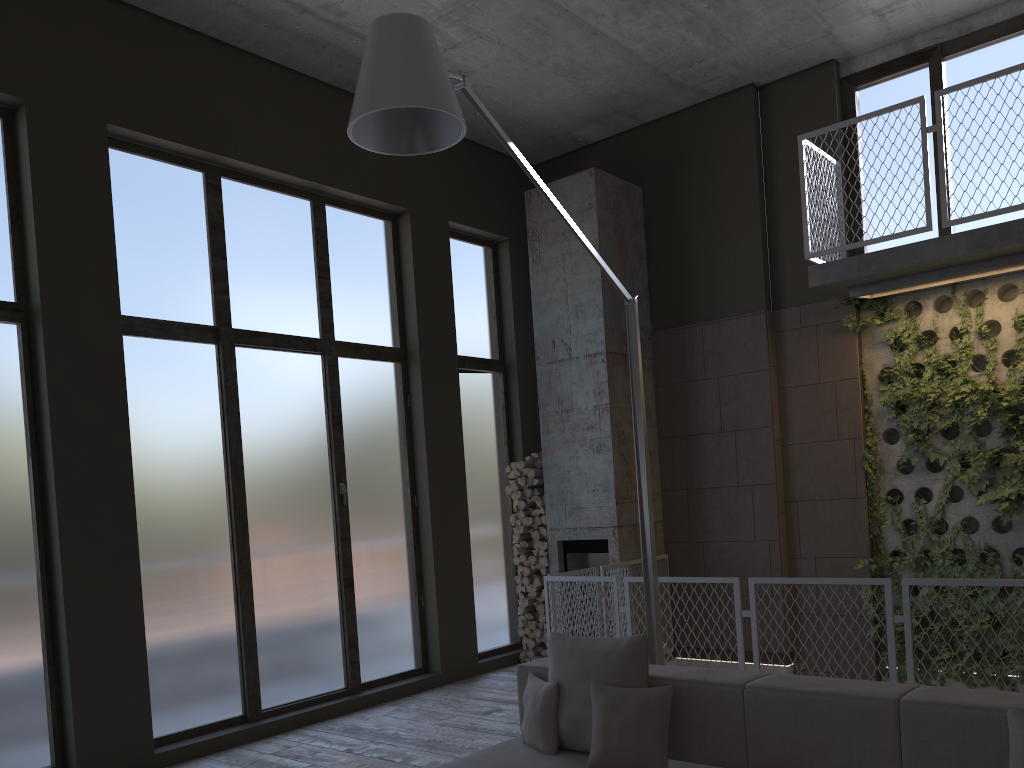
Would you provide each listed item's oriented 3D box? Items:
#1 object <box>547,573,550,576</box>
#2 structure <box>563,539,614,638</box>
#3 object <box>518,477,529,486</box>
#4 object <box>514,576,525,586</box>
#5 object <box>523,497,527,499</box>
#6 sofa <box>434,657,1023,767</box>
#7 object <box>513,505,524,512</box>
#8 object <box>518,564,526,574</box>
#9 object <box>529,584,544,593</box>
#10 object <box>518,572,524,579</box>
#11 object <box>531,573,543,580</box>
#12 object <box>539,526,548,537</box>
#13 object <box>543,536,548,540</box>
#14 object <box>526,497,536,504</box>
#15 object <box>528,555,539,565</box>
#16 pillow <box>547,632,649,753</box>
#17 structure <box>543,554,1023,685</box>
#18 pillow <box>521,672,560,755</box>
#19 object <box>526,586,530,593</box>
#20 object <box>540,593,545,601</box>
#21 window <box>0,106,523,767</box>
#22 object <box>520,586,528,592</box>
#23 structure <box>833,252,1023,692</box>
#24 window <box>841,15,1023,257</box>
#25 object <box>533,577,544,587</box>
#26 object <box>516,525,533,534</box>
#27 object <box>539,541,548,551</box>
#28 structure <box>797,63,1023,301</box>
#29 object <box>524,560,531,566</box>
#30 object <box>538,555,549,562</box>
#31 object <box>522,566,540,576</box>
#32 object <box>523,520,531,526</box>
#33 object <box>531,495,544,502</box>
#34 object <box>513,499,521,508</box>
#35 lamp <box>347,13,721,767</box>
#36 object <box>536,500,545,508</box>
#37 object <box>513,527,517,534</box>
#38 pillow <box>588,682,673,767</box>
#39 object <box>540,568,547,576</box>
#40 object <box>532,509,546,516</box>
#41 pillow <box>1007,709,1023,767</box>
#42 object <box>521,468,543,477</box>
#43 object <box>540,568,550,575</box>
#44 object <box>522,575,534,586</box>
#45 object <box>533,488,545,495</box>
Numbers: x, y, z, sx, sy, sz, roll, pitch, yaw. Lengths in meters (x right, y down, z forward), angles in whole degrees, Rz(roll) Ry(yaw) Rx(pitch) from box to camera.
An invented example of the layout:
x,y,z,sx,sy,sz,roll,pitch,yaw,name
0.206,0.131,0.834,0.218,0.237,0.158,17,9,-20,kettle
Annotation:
x,y,z,sx,sy,sz,roll,pitch,yaw,name
0.474,1.859,8.595,0.067,0.085,0.425,-5,-7,37,object
0.752,1.913,8.221,0.579,0.926,0.056,-5,0,40,structure
0.243,0.959,8.682,0.094,0.083,0.479,-7,-7,39,object
0.172,1.965,8.810,0.089,0.108,0.365,-6,-6,39,object
0.206,1.112,8.716,0.089,0.056,0.332,-8,-8,38,object
0.436,1.551,2.630,3.022,0.782,3.009,-10,-9,39,sofa
0.106,1.234,8.717,0.045,0.072,0.251,-5,-6,39,object
0.187,1.848,8.805,0.101,0.102,0.292,-6,-7,41,object
0.354,2.003,8.707,0.094,0.083,0.479,-7,-7,39,object
0.150,1.890,8.730,0.045,0.072,0.251,-5,-6,39,object
0.343,1.925,8.754,0.102,0.086,0.362,-7,-7,39,object
0.411,1.437,8.573,0.089,0.108,0.365,-6,-6,39,object
0.442,1.490,8.640,0.102,0.086,0.362,-7,-7,39,object
0.271,1.145,8.698,0.065,0.074,0.359,-6,-7,38,object
0.335,1.726,8.681,0.091,0.089,0.455,-6,-7,38,object
0.375,1.423,4.038,0.567,0.556,0.220,-7,-2,42,pillow
2.588,1.747,6.277,4.464,0.931,1.925,-10,-8,39,structure
0.138,1.589,4.205,0.150,0.375,0.372,-4,-3,-18,pillow
0.298,2.023,8.757,0.067,0.067,0.422,-6,-7,39,object
0.452,2.064,8.656,0.091,0.089,0.455,-6,-7,39,object
-2.933,0.370,5.460,0.210,4.155,9.200,-3,-4,38,window
0.236,2.032,8.809,0.068,0.067,0.422,-6,-7,39,object
3.813,0.708,6.523,2.644,3.814,1.000,-5,0,40,structure
4.235,-1.945,6.323,3.595,1.744,0.109,-9,-2,40,window
0.388,1.928,8.649,0.091,0.089,0.455,-7,-7,40,object
0.225,1.434,8.716,0.094,0.083,0.479,-7,-7,39,object
0.452,1.569,8.593,0.094,0.083,0.479,-7,-7,39,object
3.511,-0.004,5.276,3.709,4.306,3.027,-6,-3,40,structure
0.250,1.768,8.729,0.089,0.056,0.332,-8,-8,38,object
0.406,1.708,8.659,0.067,0.071,0.423,-6,-7,39,object
0.231,1.843,8.711,0.099,0.106,0.294,-6,-6,40,object
0.286,1.354,8.690,0.115,0.079,0.435,-8,-8,38,object
0.346,1.118,8.629,0.123,0.067,0.363,-8,-8,40,object
0.142,1.192,8.792,0.101,0.102,0.292,-6,-7,41,object
0.336,0.455,4.213,0.759,3.417,2.625,-3,-2,27,lamp
0.385,1.179,8.616,0.067,0.085,0.425,-5,-7,37,object
0.169,1.455,8.766,0.067,0.067,0.422,-6,-7,39,object
0.513,1.485,3.794,0.377,0.372,0.169,-5,0,13,pillow
0.406,1.861,8.742,0.104,0.102,0.292,-6,-7,39,object
0.371,1.266,8.668,0.115,0.079,0.435,-8,-8,38,object
1.811,1.270,2.861,0.373,0.358,0.186,-7,-2,39,pillow
0.244,0.866,8.629,0.104,0.083,0.362,-7,-7,39,object
0.429,1.835,8.630,0.067,0.085,0.425,-5,-7,37,object
0.268,1.949,8.785,0.093,0.093,0.437,-6,-7,39,object
0.362,1.052,8.646,0.067,0.071,0.423,-6,-7,39,object
